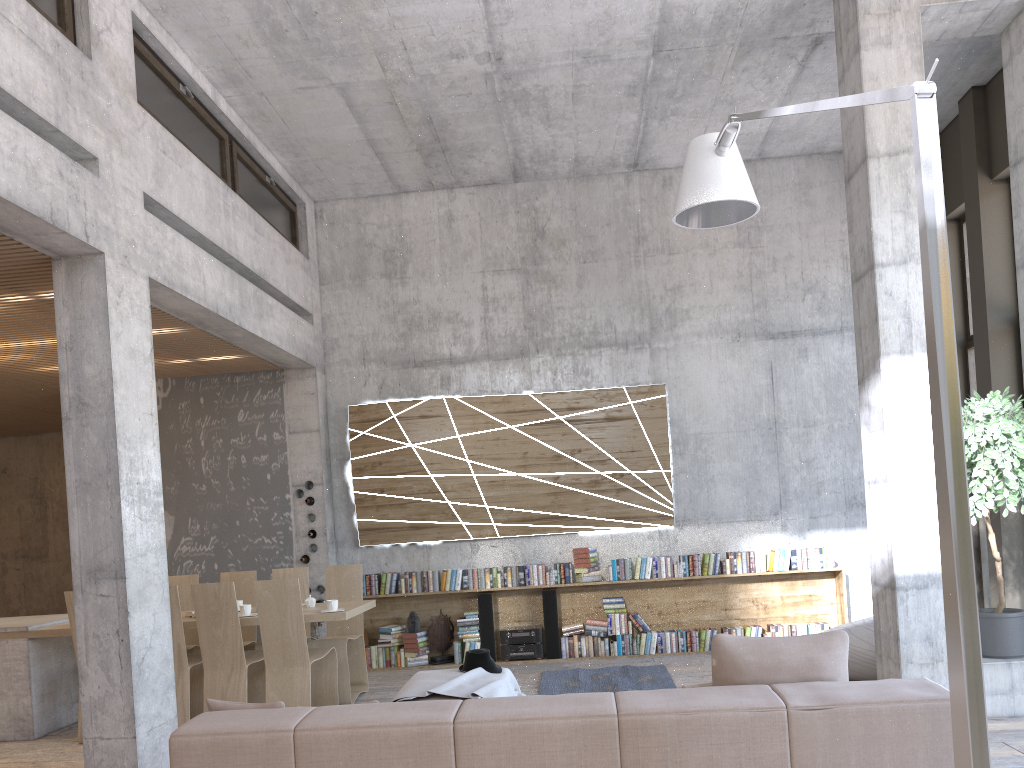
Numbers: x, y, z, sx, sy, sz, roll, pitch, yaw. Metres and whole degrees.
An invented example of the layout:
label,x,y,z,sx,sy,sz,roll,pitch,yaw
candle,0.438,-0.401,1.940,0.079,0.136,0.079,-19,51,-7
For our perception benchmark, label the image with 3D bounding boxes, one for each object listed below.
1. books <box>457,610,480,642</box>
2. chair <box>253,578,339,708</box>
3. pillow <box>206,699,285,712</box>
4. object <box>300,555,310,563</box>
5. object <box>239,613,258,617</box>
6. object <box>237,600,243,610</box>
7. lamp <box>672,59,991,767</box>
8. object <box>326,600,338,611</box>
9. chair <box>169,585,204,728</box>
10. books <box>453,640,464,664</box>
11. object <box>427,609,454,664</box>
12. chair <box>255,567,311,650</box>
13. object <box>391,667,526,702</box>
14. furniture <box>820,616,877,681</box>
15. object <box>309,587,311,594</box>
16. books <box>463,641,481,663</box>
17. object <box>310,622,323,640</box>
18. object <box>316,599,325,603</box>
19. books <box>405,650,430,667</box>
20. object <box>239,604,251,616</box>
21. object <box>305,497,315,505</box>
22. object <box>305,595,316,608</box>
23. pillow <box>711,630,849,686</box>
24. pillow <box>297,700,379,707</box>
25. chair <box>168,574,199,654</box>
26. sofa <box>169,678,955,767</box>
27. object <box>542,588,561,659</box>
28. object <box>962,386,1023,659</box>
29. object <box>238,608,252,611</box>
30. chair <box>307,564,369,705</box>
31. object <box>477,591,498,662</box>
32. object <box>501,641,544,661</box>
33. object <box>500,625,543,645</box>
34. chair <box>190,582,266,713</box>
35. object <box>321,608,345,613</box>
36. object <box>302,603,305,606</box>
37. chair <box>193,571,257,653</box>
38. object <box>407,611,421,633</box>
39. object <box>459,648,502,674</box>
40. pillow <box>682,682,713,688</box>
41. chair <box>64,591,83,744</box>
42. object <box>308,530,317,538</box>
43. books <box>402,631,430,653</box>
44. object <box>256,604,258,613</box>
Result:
label,x,y,z,sx,sy,sz,roll,pitch,yaw
books,-0.450,2.582,9.344,0.252,0.321,0.219,-4,-3,6
chair,-1.659,2.091,6.841,0.349,1.188,0.725,-4,-2,7
pillow,-1.114,1.523,3.783,0.363,0.365,0.188,-4,-2,9
object,-2.193,1.868,9.356,0.095,0.094,0.341,-4,-8,4
object,-2.143,1.864,7.058,0.185,0.014,0.187,-2,-9,-9
object,-2.381,1.924,7.609,0.093,0.087,0.118,-2,-6,-22
lamp,1.146,0.274,3.469,0.755,3.405,2.650,-4,-3,-8
object,-1.417,1.758,6.951,0.093,0.087,0.118,0,-7,-42
chair,-2.661,2.180,6.999,0.349,1.188,0.726,-4,-2,1
books,-0.570,2.856,9.342,0.074,0.219,0.206,-4,-4,4
object,-0.756,2.691,9.394,0.343,0.566,0.197,-2,-2,-36
chair,-2.075,2.294,8.007,0.349,1.188,0.726,-4,-2,0
object,-0.236,2.189,5.995,1.049,0.499,1.606,-7,-8,22
furniture,3.389,2.214,7.441,1.644,0.806,1.795,-10,-9,41
object,-2.196,2.224,9.440,0.090,0.089,0.338,-4,-8,4
books,-0.416,2.842,9.315,0.199,0.227,0.190,-4,-4,4
object,-2.059,2.720,9.150,0.248,0.679,0.273,-3,-1,-33
object,-2.019,2.344,9.382,0.095,0.094,0.341,-4,-8,4
books,-1.015,2.915,9.327,0.261,0.150,0.251,2,-8,-40
object,-2.136,1.820,7.049,0.093,0.087,0.118,0,-7,-42
object,-2.141,1.249,9.350,0.090,0.089,0.338,-4,-8,4
object,-1.720,1.854,7.481,0.089,0.111,0.124,-3,-5,-5
pillow,1.121,1.295,3.644,0.564,0.555,0.222,-4,-1,6
pillow,-0.719,1.532,3.773,0.371,0.357,0.187,-4,-2,4
chair,-3.094,2.351,7.945,0.349,1.188,0.726,-4,-2,-2
sofa,0.291,1.835,4.774,2.999,0.780,3.041,-4,-8,4
object,0.422,2.553,9.299,0.152,0.756,0.273,-4,-1,4
object,3.355,0.958,6.112,0.997,1.855,0.975,-3,-2,-30
object,-2.372,1.961,7.603,0.186,0.014,0.186,-6,-9,17
chair,-1.576,2.248,7.919,0.349,1.188,0.725,-4,-2,4
object,-0.254,2.605,9.352,0.152,0.756,0.273,-4,-1,4
object,0.115,2.829,9.307,0.440,0.163,0.296,-4,-7,4
object,0.104,2.668,9.301,0.440,0.160,0.306,-4,-7,4
chair,-2.158,2.139,6.943,0.350,1.188,0.724,-4,-2,9
object,-1.423,1.802,6.961,0.185,0.014,0.187,-2,-9,-9
object,-1.892,1.943,7.688,0.185,0.014,0.187,-5,-9,7
chair,-2.585,2.321,7.965,0.349,1.188,0.725,-4,-2,4
object,-1.045,2.521,9.299,0.145,0.228,0.136,-4,-2,1
object,-0.225,1.947,6.163,0.301,0.168,0.302,-3,-7,-8
pillow,0.879,1.433,3.768,0.376,0.370,0.170,-2,-2,-22
chair,-3.164,2.220,7.045,0.350,1.188,0.724,-4,-2,9
object,-2.115,1.606,9.388,0.093,0.092,0.350,-4,-8,4
books,-1.017,2.738,9.320,0.190,0.209,0.247,-6,-5,25
object,-2.090,1.830,7.244,0.052,0.109,0.053,-2,-2,-41
